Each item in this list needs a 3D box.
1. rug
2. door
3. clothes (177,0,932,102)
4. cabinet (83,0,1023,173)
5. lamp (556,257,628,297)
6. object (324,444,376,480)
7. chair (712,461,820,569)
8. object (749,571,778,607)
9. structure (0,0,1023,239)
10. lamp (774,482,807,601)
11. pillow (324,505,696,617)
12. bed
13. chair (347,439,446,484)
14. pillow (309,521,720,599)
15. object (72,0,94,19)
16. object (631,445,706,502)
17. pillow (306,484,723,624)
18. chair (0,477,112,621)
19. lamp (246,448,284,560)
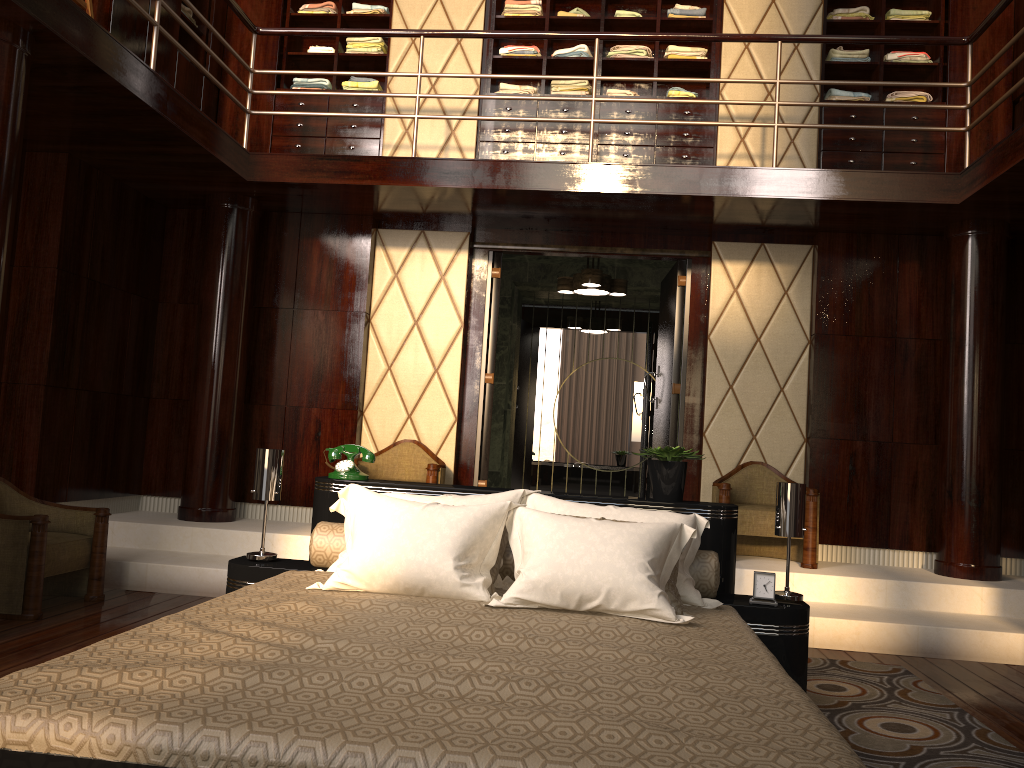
[{"bbox_3d":[0.010,0.969,2.050,2.910,0.006,3.735,3,-4,6],"label":"rug"},{"bbox_3d":[0.406,0.098,5.960,1.435,1.820,0.828,3,-4,5],"label":"door"},{"bbox_3d":[0.161,-2.318,5.860,4.996,0.954,0.818,4,-4,-1],"label":"clothes"},{"bbox_3d":[0.516,-2.313,5.096,6.767,2.432,2.576,3,-4,6],"label":"cabinet"},{"bbox_3d":[0.536,-0.826,6.373,0.467,0.347,0.515,1,-5,36],"label":"lamp"},{"bbox_3d":[-0.620,0.295,3.381,0.158,0.131,0.178,6,-5,-31],"label":"object"},{"bbox_3d":[1.394,0.710,4.962,0.571,0.550,0.462,3,-4,6],"label":"chair"},{"bbox_3d":[0.815,0.662,2.868,0.088,0.103,0.034,3,-4,14],"label":"object"},{"bbox_3d":[0.268,-0.499,3.707,6.107,3.189,3.750,3,-4,6],"label":"structure"},{"bbox_3d":[0.934,0.527,2.991,0.106,0.385,0.109,3,-4,13],"label":"lamp"},{"bbox_3d":[0.001,0.519,2.691,1.123,0.271,0.293,3,-4,7],"label":"pillow"},{"bbox_3d":[-0.092,0.643,2.203,1.985,0.660,2.381,3,-4,6],"label":"bed"},{"bbox_3d":[-0.663,0.595,5.180,0.571,0.550,0.462,3,-4,6],"label":"chair"},{"bbox_3d":[-0.003,0.596,3.028,1.396,0.167,0.173,3,-4,6],"label":"pillow"},{"bbox_3d":[-2.092,-1.875,4.201,0.258,0.974,0.275,3,-4,6],"label":"object"},{"bbox_3d":[0.576,0.326,3.255,0.256,0.205,0.241,4,-4,-12],"label":"object"},{"bbox_3d":[-0.020,0.494,2.721,1.322,0.320,0.685,3,-4,8],"label":"pillow"},{"bbox_3d":[-2.109,0.691,3.885,0.462,0.550,0.571,3,-4,6],"label":"chair"},{"bbox_3d":[-0.871,0.424,3.147,0.106,0.385,0.109,3,-4,13],"label":"lamp"}]
